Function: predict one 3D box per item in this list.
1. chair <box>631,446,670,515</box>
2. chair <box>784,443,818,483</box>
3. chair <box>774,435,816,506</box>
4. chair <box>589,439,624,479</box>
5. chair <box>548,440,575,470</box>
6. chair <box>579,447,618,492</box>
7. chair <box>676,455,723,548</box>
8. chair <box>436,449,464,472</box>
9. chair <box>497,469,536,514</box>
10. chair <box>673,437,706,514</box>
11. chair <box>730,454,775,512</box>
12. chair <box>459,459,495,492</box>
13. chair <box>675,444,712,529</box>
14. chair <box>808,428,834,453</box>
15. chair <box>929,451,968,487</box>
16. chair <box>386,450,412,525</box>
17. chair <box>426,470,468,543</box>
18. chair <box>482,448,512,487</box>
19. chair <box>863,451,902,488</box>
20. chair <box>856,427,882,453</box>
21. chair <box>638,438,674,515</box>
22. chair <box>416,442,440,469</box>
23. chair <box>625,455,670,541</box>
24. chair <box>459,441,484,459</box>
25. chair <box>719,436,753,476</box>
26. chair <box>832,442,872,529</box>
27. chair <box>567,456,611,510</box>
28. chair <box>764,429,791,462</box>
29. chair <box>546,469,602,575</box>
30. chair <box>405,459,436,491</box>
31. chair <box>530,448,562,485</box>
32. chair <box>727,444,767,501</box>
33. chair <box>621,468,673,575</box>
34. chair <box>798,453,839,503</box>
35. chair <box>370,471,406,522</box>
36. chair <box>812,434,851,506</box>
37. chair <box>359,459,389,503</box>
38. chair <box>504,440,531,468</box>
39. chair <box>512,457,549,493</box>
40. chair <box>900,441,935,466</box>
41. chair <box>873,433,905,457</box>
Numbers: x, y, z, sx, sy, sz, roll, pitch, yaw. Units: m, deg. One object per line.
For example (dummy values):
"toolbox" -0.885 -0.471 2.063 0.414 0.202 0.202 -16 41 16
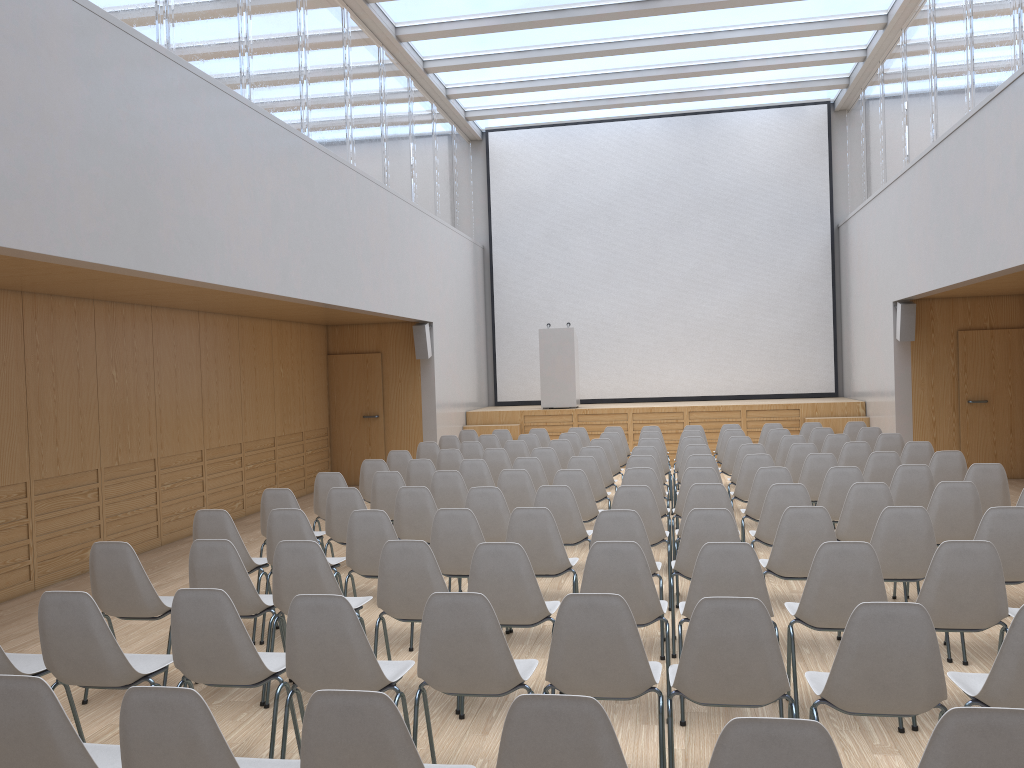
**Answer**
"chair" 1.413 1.067 9.323 0.479 0.876 0.505 -2 1 10
"chair" 2.953 1.019 9.061 0.479 0.876 0.505 -2 1 10
"chair" 3.167 0.996 10.058 0.479 0.876 0.505 -2 1 10
"chair" 1.078 1.060 10.442 0.479 0.876 0.505 -2 1 10
"chair" 0.609 1.075 10.509 0.479 0.876 0.505 -2 1 10
"chair" 0.886 1.083 9.441 0.479 0.876 0.505 -2 1 10
"chair" 1.771 1.071 8.282 0.479 0.876 0.505 -2 1 10
"chair" -0.611 1.128 9.756 0.479 0.876 0.505 -2 1 10
"chair" 0.076 1.139 7.606 0.479 0.876 0.505 -2 1 10
"chair" 2.103 1.028 10.272 0.479 0.876 0.505 -2 1 10
"chair" 2.255 1.057 8.173 0.479 0.876 0.505 -2 1 10
"chair" -0.306 1.136 8.581 0.479 0.876 0.505 -2 1 10
"chair" 1.946 1.049 9.295 0.479 0.876 0.505 -2 1 10
"chair" 3.813 0.960 10.974 0.479 0.876 0.505 -2 1 10
"chair" 3.825 1.008 7.903 0.479 0.876 0.505 -2 1 10
"chair" -1.158 1.146 9.797 0.479 0.876 0.505 -2 1 10
"chair" -0.488 1.157 7.681 0.479 0.876 0.505 -2 1 10
"chair" -0.123 1.113 9.647 0.479 0.876 0.505 -2 1 10
"chair" 3.318 1.023 8.015 0.479 0.876 0.505 -2 1 10
"chair" 4.331 0.944 10.818 0.479 0.876 0.505 -2 1 10
"chair" 1.615 1.045 10.260 0.479 0.876 0.505 -2 1 10
"chair" -0.945 1.122 10.834 0.479 0.876 0.505 -2 1 10
"chair" 1.247 1.087 8.397 0.479 0.876 0.505 -2 1 10
"chair" -0.425 1.107 10.678 0.479 0.876 0.505 -2 1 10
"chair" 2.595 1.014 10.122 0.479 0.876 0.505 -2 1 10
"chair" 3.463 1.002 9.015 0.479 0.876 0.505 -2 1 10
"chair" 0.712 1.103 8.505 0.479 0.876 0.505 -2 1 10
"chair" 3.301 0.976 11.008 0.479 0.876 0.505 -2 1 10
"chair" 0.532 1.126 7.452 0.479 0.876 0.505 -2 1 10
"chair" -0.822 1.151 8.760 0.479 0.876 0.505 -2 1 10
"chair" 0.386 1.098 9.512 0.479 0.876 0.505 -2 1 10
"chair" 2.471 1.033 9.169 0.479 0.876 0.505 -2 1 10
"chair" 1.090 1.108 7.409 0.479 0.876 0.505 -2 1 10
"chair" 2.777 1.041 8.055 0.479 0.876 0.505 -2 1 10
"chair" -1.003 1.173 7.795 0.479 0.876 0.505 -2 1 10
"chair" 3.637 0.981 9.999 0.479 0.876 0.505 -2 1 10
"chair" -1.286 1.165 8.874 0.479 0.876 0.505 -2 1 10
"chair" 0.097 1.090 10.652 0.479 0.876 0.505 -2 1 10
"chair" 0.199 1.120 8.571 0.479 0.876 0.505 -2 1 10
"chair" 3.999 0.987 8.847 0.479 0.876 0.505 -2 1 10
"chair" 4.166 0.965 9.874 0.479 0.876 0.505 -2 1 10
